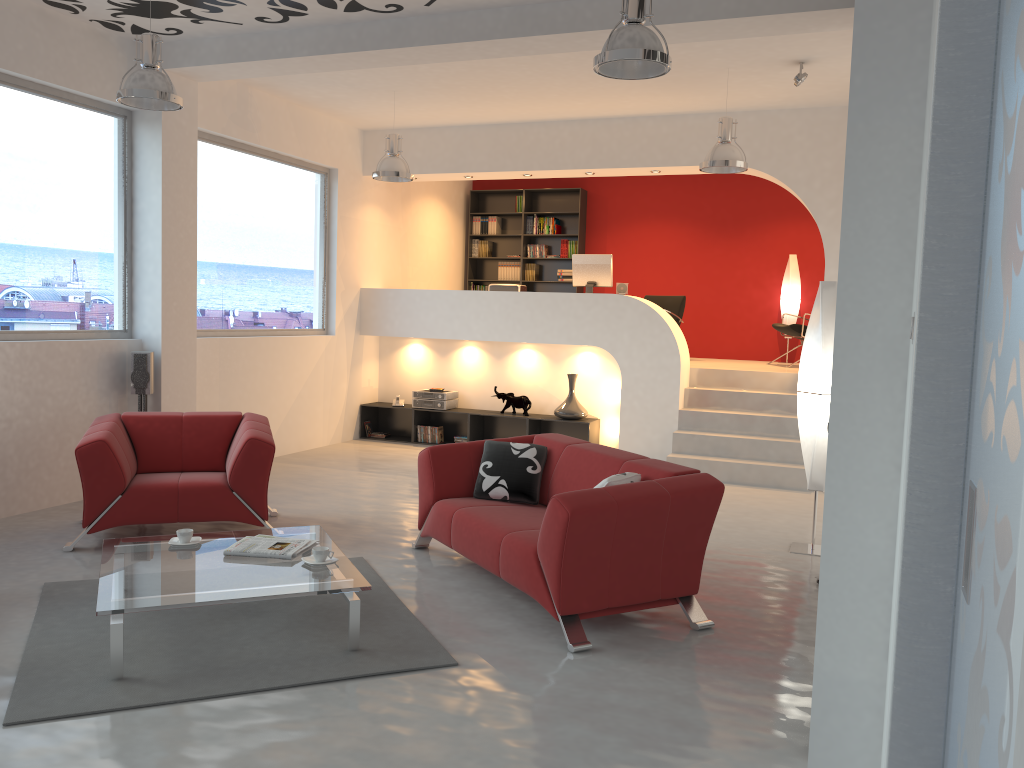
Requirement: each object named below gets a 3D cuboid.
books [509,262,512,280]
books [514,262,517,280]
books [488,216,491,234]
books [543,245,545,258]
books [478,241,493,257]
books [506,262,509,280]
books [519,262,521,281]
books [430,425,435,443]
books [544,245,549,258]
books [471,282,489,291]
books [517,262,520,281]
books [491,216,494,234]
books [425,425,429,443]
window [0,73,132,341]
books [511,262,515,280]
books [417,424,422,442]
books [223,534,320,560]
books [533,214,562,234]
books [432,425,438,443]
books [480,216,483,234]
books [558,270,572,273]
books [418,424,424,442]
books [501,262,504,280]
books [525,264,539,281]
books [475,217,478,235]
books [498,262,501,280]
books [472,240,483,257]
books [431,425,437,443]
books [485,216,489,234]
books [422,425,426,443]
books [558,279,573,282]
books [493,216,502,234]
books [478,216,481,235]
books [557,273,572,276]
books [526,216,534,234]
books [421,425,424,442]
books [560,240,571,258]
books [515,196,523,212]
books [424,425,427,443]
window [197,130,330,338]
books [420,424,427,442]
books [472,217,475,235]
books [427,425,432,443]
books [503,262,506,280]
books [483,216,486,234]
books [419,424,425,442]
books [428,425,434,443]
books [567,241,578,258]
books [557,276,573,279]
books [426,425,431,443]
[{"bbox_3d":[0.010,-1.584,12.503,0.040,0.260,0.200,4,5,21],"label":"books"},{"bbox_3d":[0.085,-1.579,12.474,0.040,0.260,0.200,4,5,21],"label":"books"},{"bbox_3d":[-0.280,-2.234,12.576,0.040,0.260,0.200,4,5,21],"label":"books"},{"bbox_3d":[0.463,-1.837,12.328,0.031,0.190,0.135,4,5,21],"label":"books"},{"bbox_3d":[-0.380,-1.915,12.649,0.146,0.240,0.170,4,5,21],"label":"books"},{"bbox_3d":[-0.028,-1.586,12.518,0.040,0.260,0.200,4,5,21],"label":"books"},{"bbox_3d":[0.160,-1.574,12.444,0.040,0.260,0.200,4,5,21],"label":"books"},{"bbox_3d":[-0.896,0.570,10.085,0.031,0.190,0.135,4,5,21],"label":"books"},{"bbox_3d":[0.477,-1.836,12.322,0.031,0.190,0.135,4,5,21],"label":"books"},{"bbox_3d":[-0.405,-1.307,12.675,0.341,0.286,0.231,4,5,21],"label":"books"},{"bbox_3d":[0.123,-1.577,12.459,0.040,0.260,0.200,4,5,21],"label":"books"},{"bbox_3d":[-0.242,-2.232,12.561,0.040,0.260,0.200,4,5,21],"label":"books"},{"bbox_3d":[-0.952,0.567,10.107,0.031,0.190,0.135,4,5,21],"label":"books"},{"bbox_3d":[-3.521,-1.191,5.983,0.100,1.800,2.400,4,5,21],"label":"window"},{"bbox_3d":[0.047,-1.581,12.489,0.040,0.260,0.200,4,5,21],"label":"books"},{"bbox_3d":[-1.050,0.560,10.145,0.031,0.190,0.135,4,5,21],"label":"books"},{"bbox_3d":[-1.196,0.808,4.398,0.367,0.035,0.345,3,5,11],"label":"books"},{"bbox_3d":[0.489,-2.197,12.260,0.341,0.286,0.231,4,5,21],"label":"books"},{"bbox_3d":[-0.868,0.572,10.074,0.031,0.190,0.135,4,5,21],"label":"books"},{"bbox_3d":[-0.393,-2.241,12.621,0.040,0.260,0.200,4,5,21],"label":"books"},{"bbox_3d":[0.782,-1.542,12.171,0.260,0.040,0.200,4,5,21],"label":"books"},{"bbox_3d":[-1.036,0.561,10.139,0.031,0.190,0.135,4,5,21],"label":"books"},{"bbox_3d":[-0.103,-1.591,12.548,0.040,0.260,0.200,4,5,21],"label":"books"},{"bbox_3d":[0.281,-1.557,12.409,0.146,0.240,0.170,4,5,21],"label":"books"},{"bbox_3d":[-0.468,-2.246,12.650,0.040,0.260,0.200,4,5,21],"label":"books"},{"bbox_3d":[-0.141,-1.594,12.563,0.040,0.260,0.200,4,5,21],"label":"books"},{"bbox_3d":[-0.491,-1.931,12.693,0.090,0.256,0.181,4,5,21],"label":"books"},{"bbox_3d":[-0.882,0.571,10.079,0.031,0.190,0.135,4,5,21],"label":"books"},{"bbox_3d":[-0.318,-2.236,12.591,0.040,0.260,0.200,4,5,21],"label":"books"},{"bbox_3d":[-0.980,0.565,10.118,0.031,0.190,0.135,4,5,21],"label":"books"},{"bbox_3d":[0.795,-1.422,12.188,0.260,0.040,0.200,4,5,23],"label":"books"},{"bbox_3d":[-0.205,-2.229,12.546,0.040,0.260,0.200,4,5,21],"label":"books"},{"bbox_3d":[-0.431,-2.244,12.635,0.040,0.260,0.200,4,5,21],"label":"books"},{"bbox_3d":[0.775,-1.503,12.186,0.260,0.040,0.200,4,5,21],"label":"books"},{"bbox_3d":[0.277,-2.197,12.370,0.090,0.256,0.181,4,5,21],"label":"books"},{"bbox_3d":[-0.994,0.564,10.123,0.031,0.190,0.135,4,5,21],"label":"books"},{"bbox_3d":[0.743,-1.851,12.207,0.090,0.256,0.181,4,5,21],"label":"books"},{"bbox_3d":[0.148,-2.498,12.400,0.146,0.240,0.170,4,5,21],"label":"books"},{"bbox_3d":[-0.966,0.566,10.112,0.031,0.190,0.135,4,5,21],"label":"books"},{"bbox_3d":[-2.487,-1.362,8.580,0.100,1.800,2.400,4,5,21],"label":"window"},{"bbox_3d":[-1.008,0.563,10.128,0.031,0.190,0.135,4,5,21],"label":"books"},{"bbox_3d":[-0.506,-2.249,12.665,0.040,0.260,0.200,4,5,21],"label":"books"},{"bbox_3d":[-0.924,0.569,10.096,0.031,0.190,0.135,4,5,21],"label":"books"},{"bbox_3d":[-0.066,-1.589,12.533,0.040,0.260,0.200,4,5,21],"label":"books"},{"bbox_3d":[-0.355,-2.239,12.606,0.040,0.260,0.200,4,5,21],"label":"books"},{"bbox_3d":[-1.022,0.562,10.134,0.031,0.190,0.135,4,5,21],"label":"books"},{"bbox_3d":[-0.910,0.569,10.090,0.031,0.190,0.135,4,5,21],"label":"books"},{"bbox_3d":[0.854,-1.836,12.163,0.146,0.240,0.170,4,5,21],"label":"books"},{"bbox_3d":[0.778,-1.463,12.188,0.260,0.040,0.200,4,5,21],"label":"books"},{"bbox_3d":[-0.938,0.568,10.101,0.031,0.190,0.135,4,5,21],"label":"books"}]
